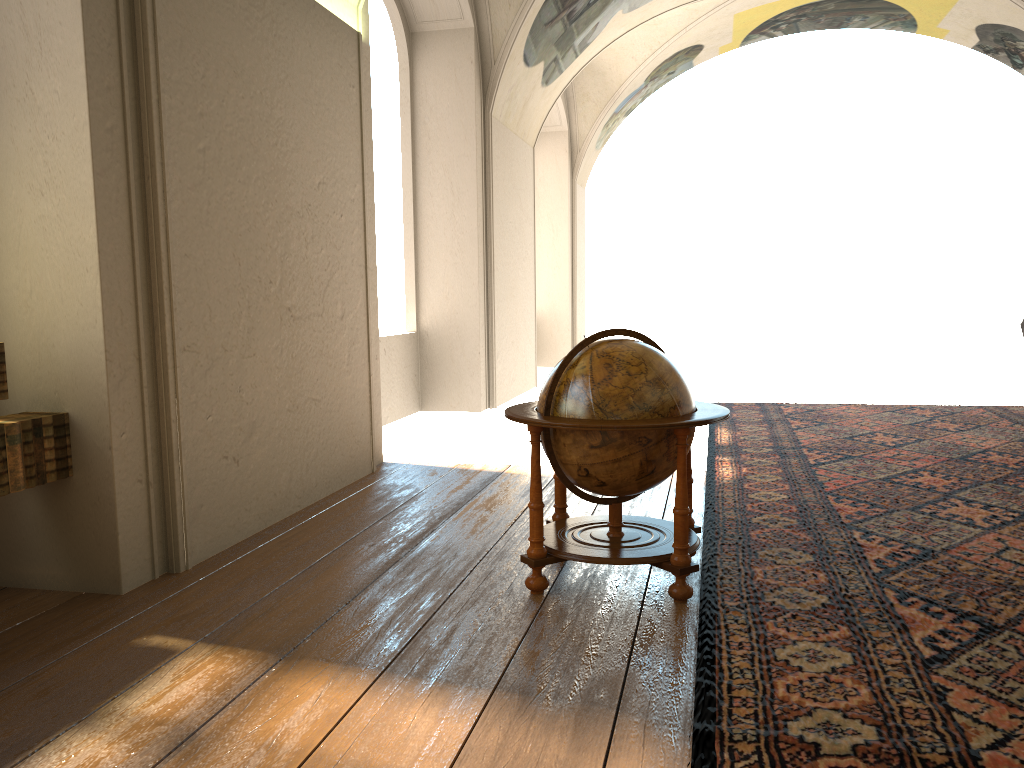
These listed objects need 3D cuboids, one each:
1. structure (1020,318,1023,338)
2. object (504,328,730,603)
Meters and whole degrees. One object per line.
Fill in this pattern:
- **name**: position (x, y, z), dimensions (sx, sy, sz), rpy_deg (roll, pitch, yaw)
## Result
- **structure**: position (3.433, 0.183, 4.287), dimensions (1.245, 1.986, 1.887), rpy_deg (1, 6, 13)
- **object**: position (0.599, 0.404, 5.133), dimensions (1.278, 1.452, 1.277), rpy_deg (-6, 8, -39)
